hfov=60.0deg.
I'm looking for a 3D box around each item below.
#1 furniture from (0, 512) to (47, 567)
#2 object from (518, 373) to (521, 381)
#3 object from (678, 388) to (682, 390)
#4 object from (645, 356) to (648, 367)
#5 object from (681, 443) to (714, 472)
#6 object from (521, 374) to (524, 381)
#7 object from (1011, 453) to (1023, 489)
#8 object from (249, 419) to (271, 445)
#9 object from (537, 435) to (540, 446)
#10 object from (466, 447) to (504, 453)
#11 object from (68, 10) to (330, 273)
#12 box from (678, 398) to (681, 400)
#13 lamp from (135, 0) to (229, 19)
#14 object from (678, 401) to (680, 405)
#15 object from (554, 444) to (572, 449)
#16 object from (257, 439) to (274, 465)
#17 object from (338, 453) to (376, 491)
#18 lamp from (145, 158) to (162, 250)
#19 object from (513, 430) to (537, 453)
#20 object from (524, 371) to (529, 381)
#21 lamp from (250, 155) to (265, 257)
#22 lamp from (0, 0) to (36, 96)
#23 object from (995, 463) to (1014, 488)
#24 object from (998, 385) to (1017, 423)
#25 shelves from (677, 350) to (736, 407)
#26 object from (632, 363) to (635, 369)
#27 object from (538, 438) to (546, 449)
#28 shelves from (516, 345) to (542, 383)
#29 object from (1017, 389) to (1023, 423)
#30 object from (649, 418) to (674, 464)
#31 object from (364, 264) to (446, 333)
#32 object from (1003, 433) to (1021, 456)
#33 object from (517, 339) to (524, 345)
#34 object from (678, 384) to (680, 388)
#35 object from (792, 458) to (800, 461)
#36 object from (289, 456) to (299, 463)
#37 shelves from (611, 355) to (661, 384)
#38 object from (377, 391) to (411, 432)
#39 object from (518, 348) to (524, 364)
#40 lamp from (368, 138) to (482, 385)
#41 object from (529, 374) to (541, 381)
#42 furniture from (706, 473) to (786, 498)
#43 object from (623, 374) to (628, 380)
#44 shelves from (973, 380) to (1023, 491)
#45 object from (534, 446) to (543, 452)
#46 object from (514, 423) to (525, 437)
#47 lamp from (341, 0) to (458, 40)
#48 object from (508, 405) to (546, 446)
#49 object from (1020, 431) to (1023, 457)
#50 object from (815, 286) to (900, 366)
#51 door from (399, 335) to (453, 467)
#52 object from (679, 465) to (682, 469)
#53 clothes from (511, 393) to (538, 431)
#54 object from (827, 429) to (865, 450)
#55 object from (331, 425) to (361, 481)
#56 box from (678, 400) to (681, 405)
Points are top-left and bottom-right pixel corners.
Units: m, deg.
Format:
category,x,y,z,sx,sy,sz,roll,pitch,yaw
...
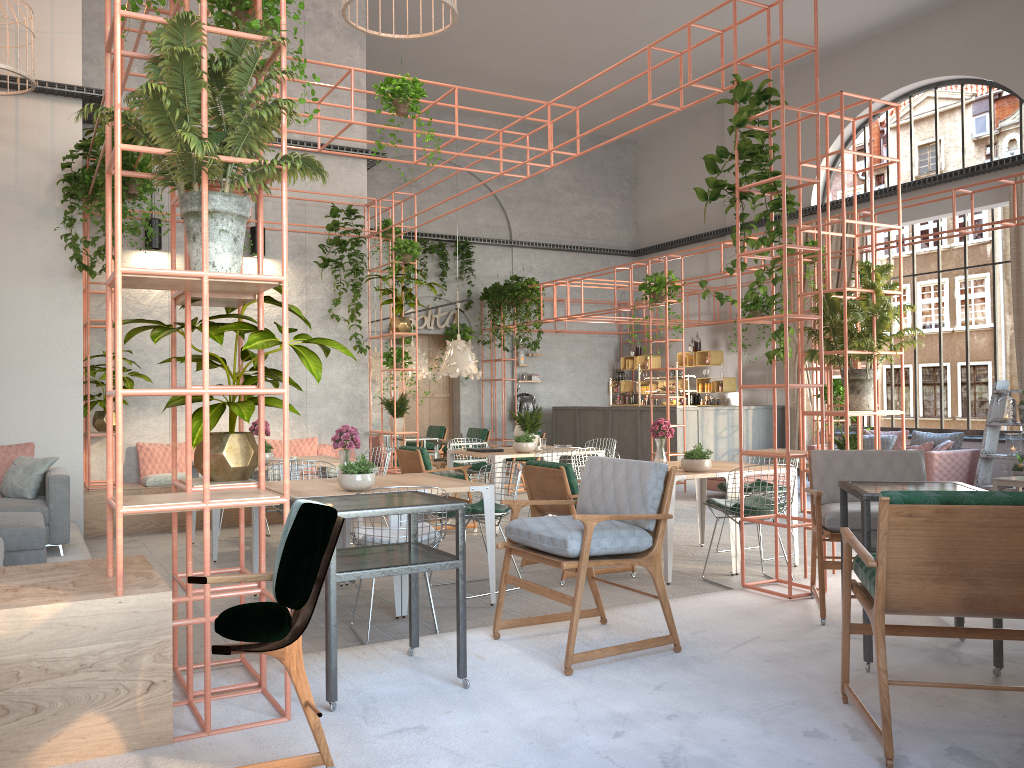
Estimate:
category,x,y,z,sx,sy,sz,roll,pitch,yaw
furniture,-3.772,1.154,6.164,0.941,0.446,0.975,0,-1,-29
object,0.161,-0.150,18.741,0.055,0.164,0.092,0,-1,-10
object,2.948,0.072,15.686,0.152,0.058,0.095,0,-1,-38
object,2.893,-0.454,18.846,0.137,0.261,0.137,-1,-1,7
object,1.488,0.597,7.174,0.247,0.247,0.252,0,-1,-29
object,0.228,-0.144,18.755,0.063,0.151,0.063,0,-1,-43
object,6.579,1.123,11.446,0.236,0.464,0.225,-1,-1,39
object,-2.543,0.558,8.948,0.213,0.414,0.225,0,-1,-36
object,0.220,0.681,10.499,0.165,0.154,0.210,0,-1,-39
object,-0.305,0.740,9.949,0.268,0.031,0.427,0,-1,-29
object,-1.179,-0.973,3.527,0.894,1.101,0.900,-1,-1,25
box,3.373,0.281,17.834,0.058,0.093,0.122,0,-1,-18
lamp,-2.953,-5.166,7.900,0.883,3.476,0.883,-1,-1,24
object,2.907,0.328,15.714,0.073,0.104,0.240,-1,-1,42
object,0.596,0.727,10.330,0.218,0.041,0.218,0,-1,-20
object,-2.343,0.629,8.242,0.248,0.247,0.254,0,-1,-29
object,-1.025,0.580,5.847,0.247,0.247,0.252,0,-1,-29
lamp,-4.220,-2.300,10.432,0.179,1.425,0.185,0,-1,-29
object,0.130,0.623,9.603,0.248,0.247,0.254,0,-1,-29
object,0.299,-0.171,18.803,0.081,0.204,0.081,0,-1,-28
lamp,-3.161,-2.303,11.015,0.179,1.425,0.185,0,-1,-29
lamp,-4.850,-4.507,8.084,0.883,3.476,0.883,-1,-1,24
object,6.486,1.202,11.675,0.208,0.320,0.192,0,-1,-23
object,6.657,0.265,11.920,0.216,0.500,0.216,-1,-1,3
shelves,3.679,0.285,17.438,0.328,1.838,1.750,0,-1,-29
object,2.656,-0.388,19.148,0.123,0.142,0.141,0,-1,-29
object,0.353,0.690,10.328,0.095,0.119,0.095,-1,-1,-5
shelves,0.355,-0.426,18.821,0.560,0.790,0.186,0,-1,-29
object,6.780,0.284,11.690,0.212,0.457,0.217,0,-1,-12
object,1.346,0.514,7.961,0.213,0.414,0.225,0,-1,-36
object,-1.374,-1.119,11.375,0.934,0.947,0.903,-1,-1,23
object,6.625,0.801,11.721,0.223,0.297,0.223,0,-1,-10
object,0.178,-0.891,18.740,0.133,0.145,0.133,-1,-1,23
object,2.886,0.043,15.630,0.142,0.087,0.094,0,-1,-21
object,4.207,1.124,13.160,0.199,0.145,0.156,0,-1,-14
object,-2.106,0.719,8.549,0.115,0.078,0.115,0,-1,-23
shelves,2.754,0.319,19.120,0.328,1.838,1.750,0,-1,-29
object,-1.488,0.350,11.376,0.438,0.527,0.368,0,-1,-29
object,0.183,-0.587,18.745,0.136,0.336,0.145,0,-1,-15
lamp,-1.667,-2.047,14.686,0.704,4.052,4.456,0,-1,-29
object,0.487,-0.139,18.907,0.219,0.149,0.129,0,-1,-29
furniture,3.280,1.373,12.536,0.941,0.446,0.976,0,-1,-29
object,2.515,-0.141,19.642,0.115,0.147,0.115,-1,-1,16
shelves,6.734,0.750,11.787,0.856,1.618,0.842,0,-1,-29
object,0.289,0.713,9.867,0.115,0.078,0.115,0,-1,-23
object,0.140,0.609,10.365,0.241,0.313,0.241,-1,-1,16
lamp,-0.881,-4.568,6.855,0.883,3.476,0.883,-1,-1,24
object,0.192,0.486,10.044,0.438,0.527,0.368,0,-1,-29
object,6.710,0.730,11.499,0.219,0.430,0.216,0,-1,-35
object,4.040,-0.687,10.378,0.923,0.946,0.924,-1,-1,27
door,-1.974,0.355,18.467,1.360,2.729,0.551,0,-1,-29
object,1.462,0.686,7.466,0.115,0.073,0.115,0,-1,-35
clothes,0.313,0.689,18.776,0.366,0.997,0.625,-1,-1,41
object,3.951,0.781,10.400,0.438,0.527,0.368,0,-1,-29
object,-1.222,0.508,6.547,0.213,0.414,0.225,0,-1,-36
box,3.340,0.374,17.811,0.058,0.093,0.122,0,-1,-29
